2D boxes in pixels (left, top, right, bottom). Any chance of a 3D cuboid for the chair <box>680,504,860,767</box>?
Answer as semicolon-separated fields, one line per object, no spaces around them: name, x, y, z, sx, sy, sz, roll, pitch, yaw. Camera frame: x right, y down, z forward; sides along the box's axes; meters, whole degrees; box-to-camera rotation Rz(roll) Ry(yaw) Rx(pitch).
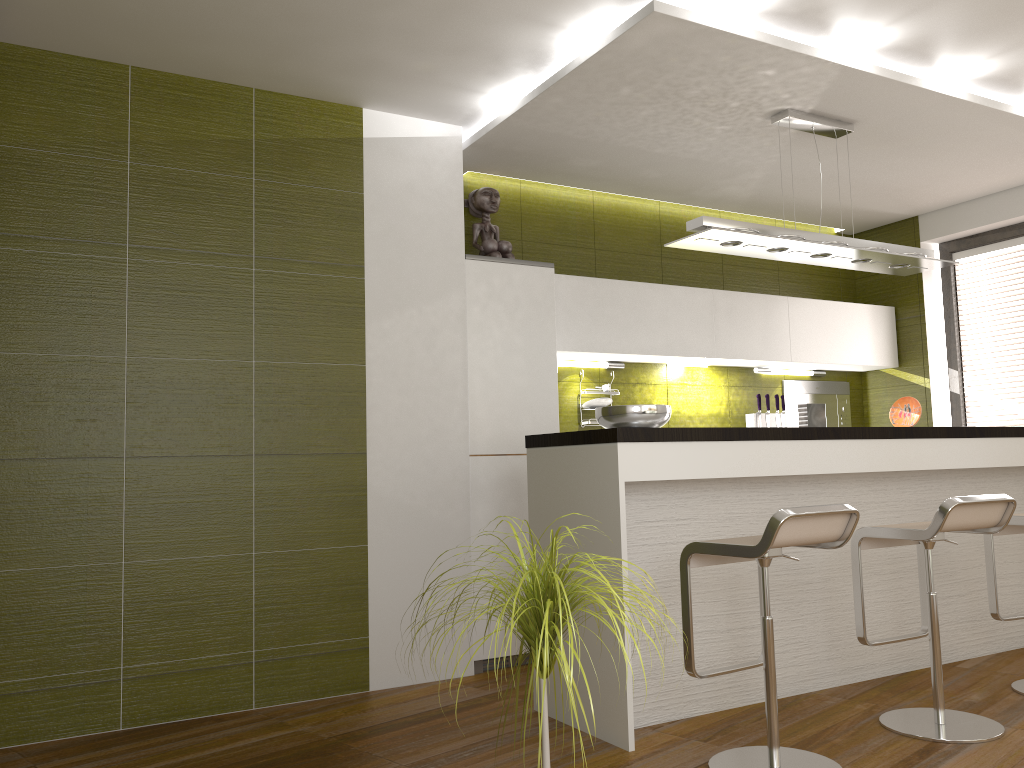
chair;0.855;0.826;2.905;0.418;0.857;0.460;2;-6;-34

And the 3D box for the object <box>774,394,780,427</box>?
object;1.766;0.189;5.903;0.036;0.243;0.013;1;-6;-29

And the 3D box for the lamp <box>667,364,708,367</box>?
lamp;1.141;-0.117;5.755;0.334;0.008;0.008;1;-6;-29

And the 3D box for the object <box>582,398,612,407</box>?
object;0.508;0.117;5.274;0.181;0.052;0.173;1;-6;-29

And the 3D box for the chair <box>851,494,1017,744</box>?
chair;1.593;0.844;3.320;0.418;0.857;0.460;1;-6;-29

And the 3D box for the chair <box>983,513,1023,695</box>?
chair;2.330;0.863;3.735;0.418;0.857;0.460;1;-6;-24

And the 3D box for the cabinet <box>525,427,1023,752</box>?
cabinet;1.517;0.785;4.156;2.947;1.134;0.663;1;-6;-29

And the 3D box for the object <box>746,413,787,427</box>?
object;1.696;0.312;5.897;0.293;0.227;0.107;1;-6;-29

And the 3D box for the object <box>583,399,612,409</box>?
object;0.508;0.120;5.273;0.181;0.052;0.173;1;-6;-29

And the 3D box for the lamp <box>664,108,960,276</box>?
lamp;1.495;-0.962;4.348;1.677;0.683;0.326;1;-6;-29

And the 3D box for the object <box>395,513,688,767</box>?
object;0.067;0.723;1.833;0.585;0.904;0.606;-5;-6;29

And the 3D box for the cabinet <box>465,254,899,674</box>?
cabinet;1.127;0.448;5.566;3.471;2.089;0.724;1;-6;-29

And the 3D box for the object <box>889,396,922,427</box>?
object;2.110;0.155;4.755;0.055;0.178;0.184;2;-6;-33

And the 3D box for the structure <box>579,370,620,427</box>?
structure;0.535;0.086;5.330;0.266;0.346;0.110;1;-6;-29

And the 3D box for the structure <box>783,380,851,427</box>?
structure;2.178;0.213;6.293;0.663;0.469;0.015;1;-6;-29

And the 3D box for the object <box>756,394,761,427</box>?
object;1.620;0.233;5.817;0.046;0.339;0.013;1;-6;-29

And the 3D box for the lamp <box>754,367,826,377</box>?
lamp;1.934;-0.083;6.148;0.716;0.041;0.095;1;-6;-30

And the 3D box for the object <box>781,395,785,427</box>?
object;1.810;0.188;5.928;0.040;0.231;0.013;1;-6;-29

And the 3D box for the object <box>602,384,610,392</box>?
object;0.566;0.027;5.366;0.046;0.053;0.051;-2;-5;2

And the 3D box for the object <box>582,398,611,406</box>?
object;0.507;0.114;5.275;0.181;0.052;0.173;1;-6;-29

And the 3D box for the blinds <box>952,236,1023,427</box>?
blinds;4.433;-2.489;9.836;16.000;12.704;9.030;-2;-5;10

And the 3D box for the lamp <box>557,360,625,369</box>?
lamp;0.373;-0.119;5.305;0.715;0.041;0.041;1;-6;-29

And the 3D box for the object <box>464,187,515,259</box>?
object;-0.118;-0.872;4.928;0.195;0.488;0.304;2;-6;-32

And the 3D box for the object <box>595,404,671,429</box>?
object;0.500;0.148;3.660;0.311;0.105;0.311;0;-6;-16

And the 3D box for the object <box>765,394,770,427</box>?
object;1.689;0.197;5.859;0.042;0.264;0.013;1;-6;-29
